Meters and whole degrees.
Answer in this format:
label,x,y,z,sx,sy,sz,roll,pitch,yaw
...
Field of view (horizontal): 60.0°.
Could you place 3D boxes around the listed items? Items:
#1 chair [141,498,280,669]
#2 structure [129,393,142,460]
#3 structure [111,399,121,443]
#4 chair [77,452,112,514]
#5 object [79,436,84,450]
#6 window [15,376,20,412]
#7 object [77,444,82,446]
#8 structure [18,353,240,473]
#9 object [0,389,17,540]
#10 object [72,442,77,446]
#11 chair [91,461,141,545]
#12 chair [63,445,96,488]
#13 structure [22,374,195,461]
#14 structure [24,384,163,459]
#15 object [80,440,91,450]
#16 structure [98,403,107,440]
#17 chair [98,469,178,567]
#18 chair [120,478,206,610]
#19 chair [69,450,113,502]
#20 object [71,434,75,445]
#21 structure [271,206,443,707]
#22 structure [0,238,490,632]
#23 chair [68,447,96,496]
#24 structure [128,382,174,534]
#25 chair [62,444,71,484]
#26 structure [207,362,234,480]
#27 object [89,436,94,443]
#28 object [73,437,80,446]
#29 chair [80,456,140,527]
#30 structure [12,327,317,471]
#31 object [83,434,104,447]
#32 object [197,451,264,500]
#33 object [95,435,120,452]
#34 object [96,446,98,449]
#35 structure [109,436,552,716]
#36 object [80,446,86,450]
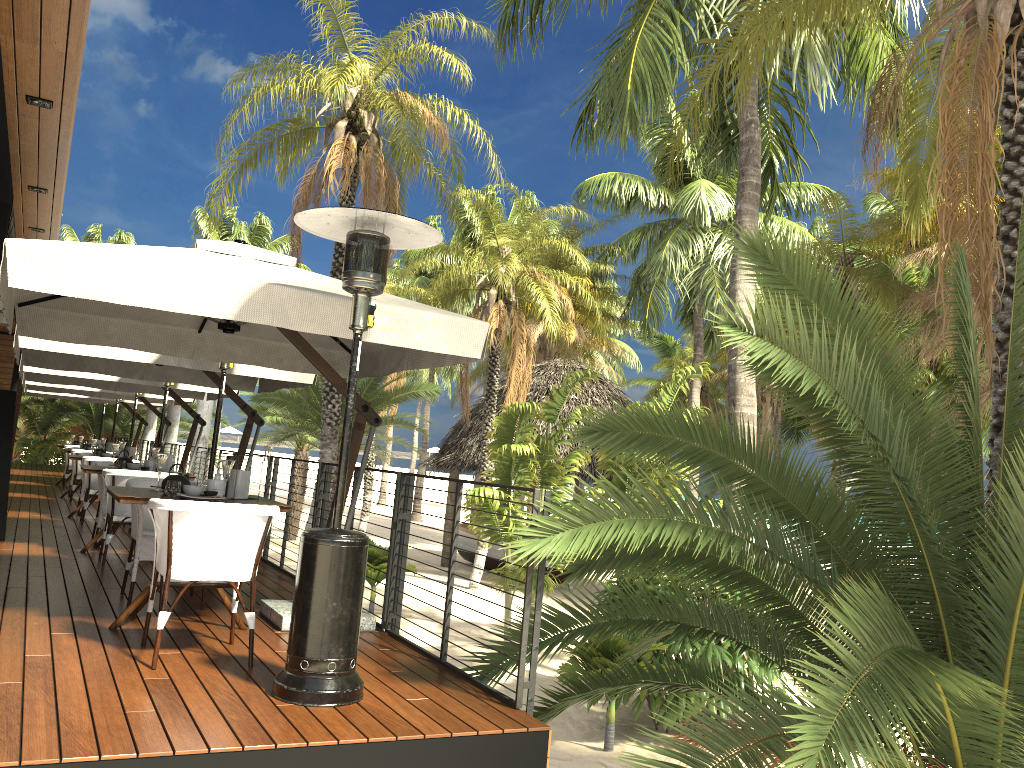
label,x,y,z,sx,sy,sz,roll,pitch,yaw
chair,-1.541,0.975,4.472,0.627,0.790,0.616,8,-7,-27
structure,-5.529,0.713,12.890,0.698,2.197,0.699,11,-8,-40
structure,-7.114,0.852,15.823,0.698,2.197,0.699,11,-8,-40
chair,-5.527,1.330,11.902,0.627,0.790,0.616,8,-7,-27
object,-6.956,0.955,14.297,0.082,0.227,0.082,8,-7,-27
window,-14.606,-7.599,17.838,38.417,18.001,14.459,1,-8,39
object,-8.261,1.180,16.978,0.116,0.065,0.116,0,-8,43
structure,-5.003,0.545,11.321,2.411,2.338,2.411,8,-7,-28
object,-5.195,0.711,8.345,0.767,1.400,0.771,11,-9,-43
object,-8.349,1.154,16.914,0.086,0.086,0.086,8,-7,-27
chair,-3.872,1.185,8.837,0.627,0.790,0.616,8,-7,-27
chair,-8.027,1.545,16.476,0.627,0.790,0.616,8,-7,-27
structure,-6.606,0.685,14.287,2.411,2.338,2.411,8,-7,-28
structure,-8.208,0.826,17.253,2.411,2.338,2.411,8,-7,-28
object,-6.791,0.981,14.136,0.163,0.179,0.167,8,-7,-26
structure,-8.702,0.992,18.764,0.698,2.197,0.699,11,-8,-40
chair,-3.156,1.117,7.461,0.627,0.790,0.616,8,-7,-27
chair,-2.280,1.045,5.890,0.627,0.790,0.616,8,-7,-27
chair,-6.405,1.403,13.475,0.627,0.790,0.616,8,-7,-27
object,-8.576,1.097,17.296,0.082,0.227,0.082,8,-7,-27
structure,-0.767,0.295,4.076,0.698,2.197,0.699,11,-8,-40
structure,-1.799,0.263,5.389,2.411,2.338,2.411,8,-7,-28
chair,-7.121,1.470,14.851,0.627,0.790,0.616,8,-7,-27
structure,-3.949,0.574,9.965,0.698,2.197,0.699,11,-8,-40
chair,-8.742,1.613,17.852,0.627,0.790,0.616,8,-7,-27
structure,-2.336,0.433,6.980,0.698,2.197,0.699,11,-8,-40
object,-8.089,1.115,17.026,0.082,0.227,0.082,8,-7,-27
object,-8.411,1.123,17.134,0.163,0.179,0.167,8,-7,-26
chair,-4.784,1.260,10.474,0.627,0.790,0.616,8,-7,-27
structure,-3.401,0.404,8.355,2.411,2.338,2.411,8,-7,-28
object,-8.142,1.119,17.277,0.263,0.264,0.263,3,-6,17
object,-1.701,0.553,5.355,0.263,0.264,0.263,3,-6,17
object,-6.522,0.977,14.278,0.263,0.264,0.263,3,-6,17
object,-6.710,1.060,14.397,0.086,0.086,0.086,8,-7,-23
structure,-6.167,1.605,15.574,0.163,1.155,26.244,9,-6,-28
object,-6.729,1.012,13.915,0.086,0.086,0.086,8,-7,-23
